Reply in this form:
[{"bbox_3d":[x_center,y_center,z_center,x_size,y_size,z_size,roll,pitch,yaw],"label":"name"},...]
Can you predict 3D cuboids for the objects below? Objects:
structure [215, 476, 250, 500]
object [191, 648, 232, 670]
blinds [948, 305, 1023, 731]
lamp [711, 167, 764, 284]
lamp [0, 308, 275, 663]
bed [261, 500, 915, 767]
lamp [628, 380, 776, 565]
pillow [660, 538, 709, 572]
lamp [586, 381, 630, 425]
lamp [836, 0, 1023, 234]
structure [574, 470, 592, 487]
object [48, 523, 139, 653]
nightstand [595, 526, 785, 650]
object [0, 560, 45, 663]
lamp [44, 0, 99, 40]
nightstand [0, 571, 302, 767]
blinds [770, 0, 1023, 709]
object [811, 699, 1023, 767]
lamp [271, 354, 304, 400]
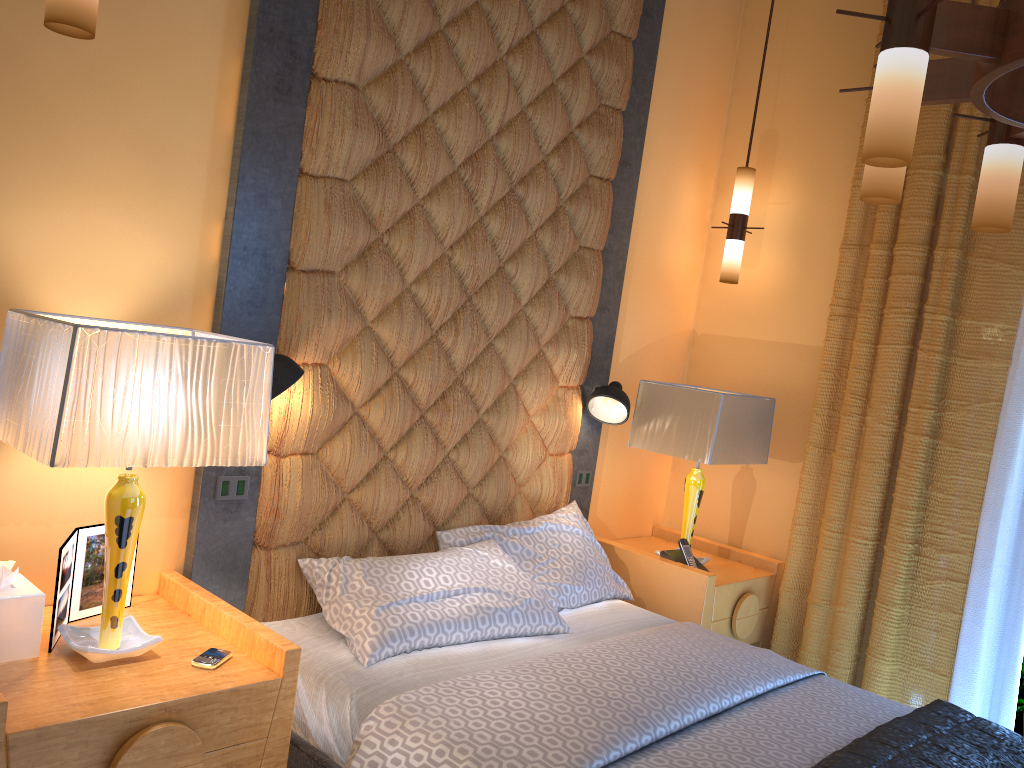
[{"bbox_3d":[-0.853,0.316,2.702,0.016,0.071,0.103,12,5,43],"label":"structure"},{"bbox_3d":[-0.745,0.683,2.201,0.064,0.018,0.111,9,3,8],"label":"object"},{"bbox_3d":[2.307,-0.351,3.094,2.046,4.081,0.237,11,5,40],"label":"blinds"},{"bbox_3d":[1.053,-0.737,4.140,0.199,0.532,0.199,8,4,-2],"label":"lamp"},{"bbox_3d":[-0.936,0.260,2.144,0.423,0.803,0.506,12,5,43],"label":"lamp"},{"bbox_3d":[0.369,0.994,2.708,2.102,0.826,1.890,11,4,43],"label":"bed"},{"bbox_3d":[0.813,0.419,3.945,0.423,0.803,0.506,12,5,43],"label":"lamp"},{"bbox_3d":[1.288,1.008,2.680,1.147,0.407,2.624,8,3,-5],"label":"pillow"},{"bbox_3d":[0.601,0.120,3.839,0.568,0.218,0.231,8,3,1],"label":"lamp"},{"bbox_3d":[1.326,-1.420,1.600,1.142,2.171,1.138,6,4,-24],"label":"lamp"},{"bbox_3d":[0.315,0.420,3.948,0.016,0.071,0.103,12,5,43],"label":"structure"},{"bbox_3d":[-1.107,0.503,2.298,0.077,0.255,0.385,8,3,4],"label":"object"},{"bbox_3d":[0.744,1.097,4.093,0.719,0.691,0.681,11,5,43],"label":"nightstand"},{"bbox_3d":[-1.202,0.522,2.087,0.172,0.211,0.130,11,5,43],"label":"object"},{"bbox_3d":[-0.782,-0.916,1.624,0.199,0.532,0.199,8,4,-2],"label":"lamp"},{"bbox_3d":[-1.045,0.932,2.184,0.719,0.701,0.709,11,5,43],"label":"nightstand"},{"bbox_3d":[2.281,-0.373,3.006,2.445,4.152,0.134,12,5,43],"label":"blinds"},{"bbox_3d":[0.959,1.000,2.146,0.404,0.105,1.462,11,4,43],"label":"object"},{"bbox_3d":[-0.724,-0.019,2.611,0.214,0.190,0.185,7,4,-19],"label":"lamp"}]
